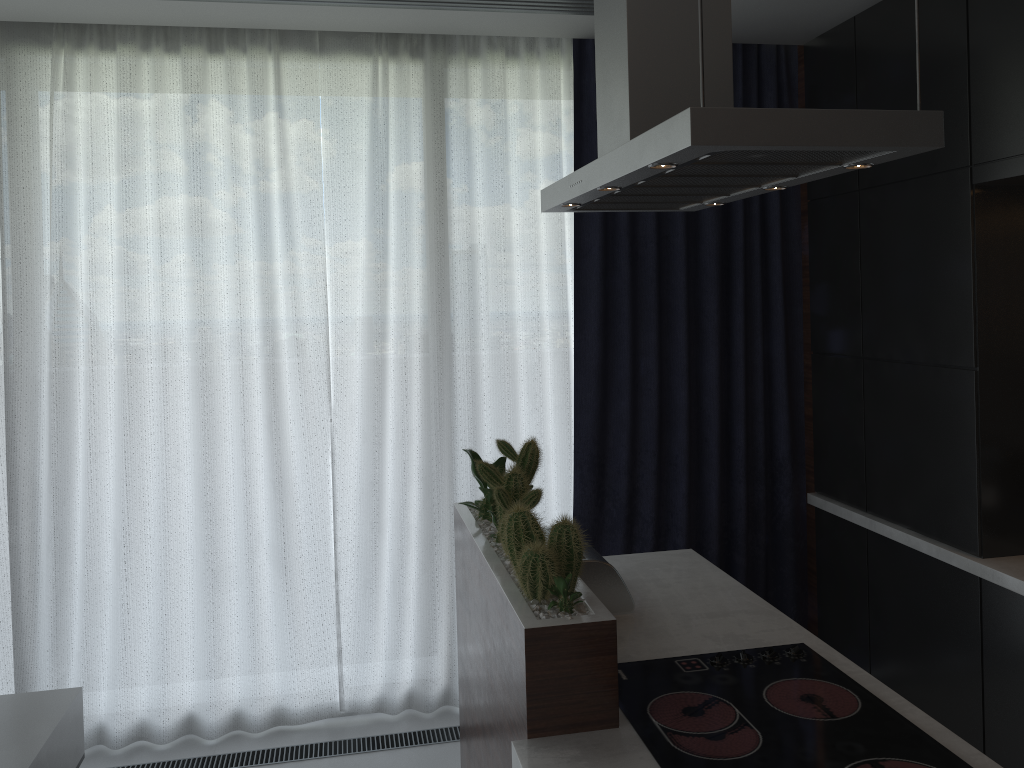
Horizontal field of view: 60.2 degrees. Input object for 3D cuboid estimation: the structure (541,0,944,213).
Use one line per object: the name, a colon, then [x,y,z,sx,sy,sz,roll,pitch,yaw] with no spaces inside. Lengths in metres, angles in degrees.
structure: [0.385,-0.804,1.925,0.446,0.758,1.047,-2,4,-11]

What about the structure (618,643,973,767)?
structure: [0.493,0.651,1.600,0.504,0.057,0.766,-3,6,-11]

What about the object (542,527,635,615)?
object: [0.173,0.500,2.395,0.222,0.144,0.345,-2,5,-11]

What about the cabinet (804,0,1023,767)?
cabinet: [1.842,0.061,1.879,0.706,2.546,3.490,-2,4,-11]

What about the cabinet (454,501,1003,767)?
cabinet: [0.488,0.177,1.085,0.786,2.544,3.346,-2,4,-11]

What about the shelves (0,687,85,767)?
shelves: [-2.278,1.199,1.850,2.350,0.498,0.876,-3,4,-11]

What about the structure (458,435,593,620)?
structure: [0.001,0.278,2.143,0.222,0.285,1.004,-2,5,-8]
